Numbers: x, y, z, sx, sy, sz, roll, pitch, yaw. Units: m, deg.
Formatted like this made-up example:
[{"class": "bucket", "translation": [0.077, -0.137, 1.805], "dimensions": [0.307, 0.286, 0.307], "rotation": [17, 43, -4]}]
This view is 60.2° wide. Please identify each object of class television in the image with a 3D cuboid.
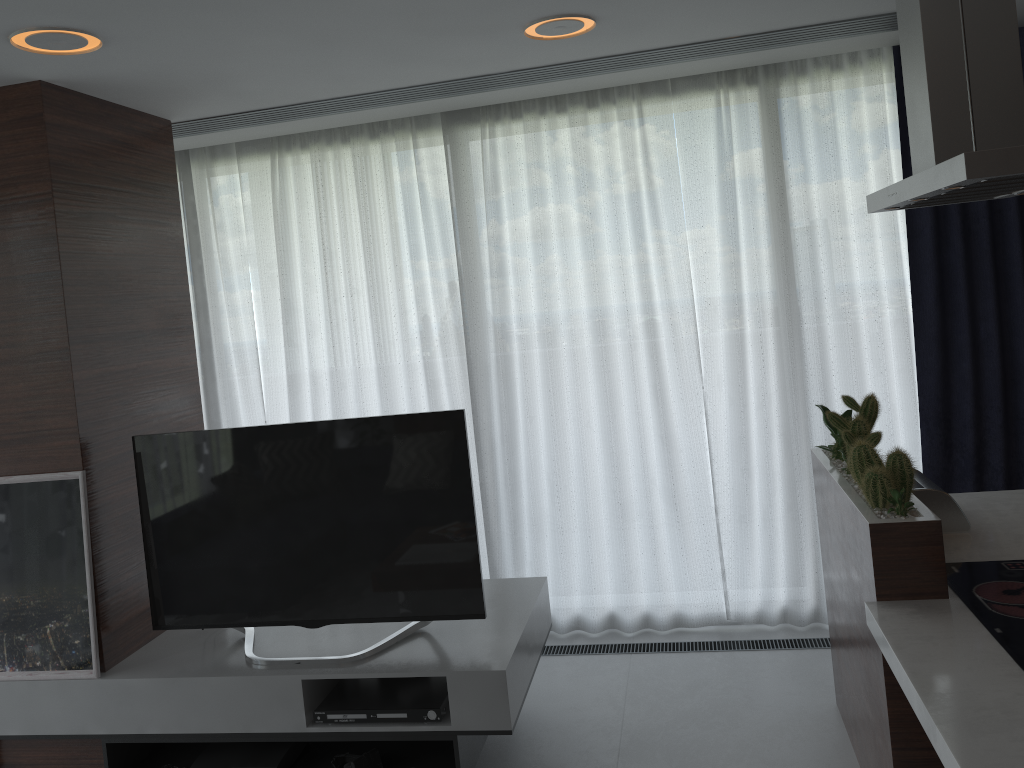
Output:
[{"class": "television", "translation": [-0.715, 0.523, 3.078], "dimensions": [1.228, 0.785, 0.299], "rotation": [-5, 1, 11]}]

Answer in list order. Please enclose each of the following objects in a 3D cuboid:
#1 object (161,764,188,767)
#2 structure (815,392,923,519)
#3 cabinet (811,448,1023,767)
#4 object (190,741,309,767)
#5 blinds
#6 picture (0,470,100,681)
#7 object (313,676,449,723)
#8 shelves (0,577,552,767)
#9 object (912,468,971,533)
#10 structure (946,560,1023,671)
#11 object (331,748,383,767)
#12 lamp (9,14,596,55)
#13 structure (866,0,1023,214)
[{"class": "object", "translation": [-1.165, 1.329, 3.026], "dimensions": [0.112, 0.036, 0.071], "rotation": [-4, 5, 24]}, {"class": "structure", "translation": [1.090, 0.176, 2.786], "dimensions": [0.222, 0.285, 1.007], "rotation": [-5, 5, 14]}, {"class": "cabinet", "translation": [1.136, 0.095, 1.621], "dimensions": [0.785, 2.544, 3.353], "rotation": [-6, 4, 11]}, {"class": "object", "translation": [-0.901, 1.281, 3.062], "dimensions": [0.313, 0.067, 0.315], "rotation": [-5, 6, 11]}, {"class": "blinds", "translation": [-0.908, 0.259, 1.002], "dimensions": [5.786, 2.765, 7.181], "rotation": [-5, 5, 15]}, {"class": "picture", "translation": [-1.678, 0.667, 3.058], "dimensions": [0.499, 0.699, 0.053], "rotation": [-6, 1, 11]}, {"class": "object", "translation": [-0.400, 1.043, 2.971], "dimensions": [0.429, 0.053, 0.337], "rotation": [-5, 6, 11]}, {"class": "shelves", "translation": [-1.060, 1.177, 3.372], "dimensions": [2.345, 0.498, 0.878], "rotation": [-5, 5, 11]}, {"class": "object", "translation": [1.361, 0.383, 2.959], "dimensions": [0.221, 0.144, 0.346], "rotation": [-5, 5, 11]}, {"class": "structure", "translation": [1.370, 0.549, 2.103], "dimensions": [0.503, 0.057, 0.768], "rotation": [-5, 6, 11]}, {"class": "object", "translation": [-0.528, 1.251, 2.936], "dimensions": [0.183, 0.079, 0.117], "rotation": [-2, 6, 41]}, {"class": "lamp", "translation": [1.935, -1.131, 0.578], "dimensions": [9.587, 0.084, 5.367], "rotation": [-6, 6, -3]}, {"class": "structure", "translation": [1.282, -0.907, 2.427], "dimensions": [0.446, 0.757, 1.050], "rotation": [-6, 4, 11]}]
